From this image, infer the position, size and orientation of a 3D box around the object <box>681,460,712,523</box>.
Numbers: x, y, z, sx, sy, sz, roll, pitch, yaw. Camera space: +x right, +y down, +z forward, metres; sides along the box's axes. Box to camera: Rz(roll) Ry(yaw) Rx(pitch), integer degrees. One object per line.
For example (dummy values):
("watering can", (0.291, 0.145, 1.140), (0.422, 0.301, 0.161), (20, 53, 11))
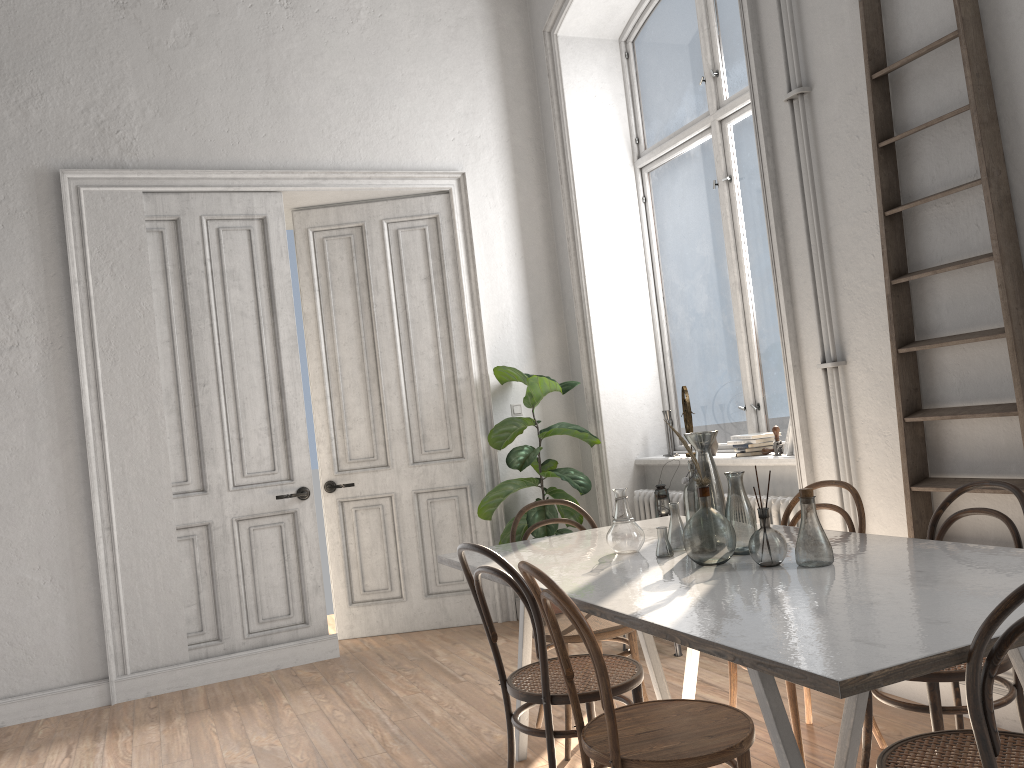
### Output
("object", (0.598, 0.394, 2.850), (0.086, 0.301, 0.086), (-5, -2, -37))

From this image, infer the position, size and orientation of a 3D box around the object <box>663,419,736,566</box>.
("object", (0.574, 0.317, 2.660), (0.157, 0.446, 0.157), (-6, -2, -5))

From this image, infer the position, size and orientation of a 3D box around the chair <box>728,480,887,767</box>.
("chair", (1.014, 0.836, 3.166), (0.549, 0.920, 0.438), (-6, -2, -25))

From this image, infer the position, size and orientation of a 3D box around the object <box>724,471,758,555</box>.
("object", (0.710, 0.402, 2.773), (0.098, 0.255, 0.100), (-8, -3, 44))

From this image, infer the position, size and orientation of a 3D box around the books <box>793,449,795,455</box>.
("books", (1.480, 0.247, 4.445), (0.155, 0.203, 0.072), (-6, -2, -23))

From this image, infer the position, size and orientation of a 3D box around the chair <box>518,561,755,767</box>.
("chair", (0.339, 0.874, 2.255), (0.549, 0.920, 0.438), (-6, -2, -12))

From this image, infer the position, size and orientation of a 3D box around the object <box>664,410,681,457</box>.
("object", (0.984, 0.307, 5.511), (0.095, 0.289, 0.095), (-6, -2, 0))

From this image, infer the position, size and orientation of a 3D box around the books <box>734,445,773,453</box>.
("books", (1.313, 0.351, 4.825), (0.155, 0.022, 0.205), (-6, -2, -3))

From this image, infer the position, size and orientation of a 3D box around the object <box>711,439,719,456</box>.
("object", (1.153, 0.346, 5.162), (0.100, 0.142, 0.102), (-8, -3, 42))

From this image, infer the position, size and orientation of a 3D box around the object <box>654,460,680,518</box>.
("object", (0.816, 0.593, 4.722), (0.163, 0.383, 0.154), (-8, -3, 41))

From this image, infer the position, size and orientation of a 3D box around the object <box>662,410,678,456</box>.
("object", (0.992, 0.312, 5.641), (0.095, 0.289, 0.095), (-7, -2, 9))

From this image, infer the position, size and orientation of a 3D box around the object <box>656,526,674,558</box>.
("object", (0.492, 0.513, 2.882), (0.058, 0.094, 0.058), (-7, -2, 5))

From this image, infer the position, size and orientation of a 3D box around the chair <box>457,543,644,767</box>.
("chair", (0.149, 0.919, 2.808), (0.549, 0.920, 0.438), (-5, -2, -27))

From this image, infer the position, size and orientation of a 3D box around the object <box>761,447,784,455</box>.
("object", (1.388, 0.345, 4.658), (0.153, 0.048, 0.088), (-7, -2, 17))

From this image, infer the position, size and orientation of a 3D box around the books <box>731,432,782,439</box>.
("books", (1.321, 0.281, 4.808), (0.174, 0.019, 0.244), (-6, -3, -13))

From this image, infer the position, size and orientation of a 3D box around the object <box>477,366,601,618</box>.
("object", (0.935, 0.374, 3.039), (0.792, 1.842, 5.830), (-6, -2, -18))

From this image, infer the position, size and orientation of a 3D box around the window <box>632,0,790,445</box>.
("window", (1.254, -1.075, 5.090), (0.013, 2.842, 1.623), (-6, -2, -23))

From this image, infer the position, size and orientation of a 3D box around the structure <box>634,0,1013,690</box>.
("structure", (1.581, -1.013, 3.280), (0.340, 4.472, 5.185), (-6, -2, -23))

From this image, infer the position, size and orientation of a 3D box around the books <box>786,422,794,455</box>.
("books", (1.467, 0.233, 4.468), (0.174, 0.235, 0.100), (-6, -2, -23))

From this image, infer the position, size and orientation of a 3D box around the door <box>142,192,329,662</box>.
("door", (-1.752, 0.280, 5.157), (1.096, 2.813, 0.216), (-6, -2, -21))

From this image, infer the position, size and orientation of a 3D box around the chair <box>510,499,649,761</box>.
("chair", (0.271, 0.938, 3.578), (0.437, 0.920, 0.549), (-6, -2, -15))

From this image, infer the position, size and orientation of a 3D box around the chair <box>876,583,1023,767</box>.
("chair", (0.994, 0.778, 1.774), (0.438, 0.920, 0.549), (-6, -2, -10))

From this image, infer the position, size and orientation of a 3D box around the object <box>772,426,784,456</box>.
("object", (1.364, 0.291, 4.559), (0.048, 0.153, 0.088), (-8, -3, 37))

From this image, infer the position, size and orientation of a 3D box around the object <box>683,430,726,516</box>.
("object", (0.658, 0.353, 2.985), (0.116, 0.382, 0.116), (-6, -2, -12))

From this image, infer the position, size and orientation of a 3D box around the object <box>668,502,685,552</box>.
("object", (0.552, 0.478, 2.976), (0.083, 0.158, 0.083), (-5, -2, -27))

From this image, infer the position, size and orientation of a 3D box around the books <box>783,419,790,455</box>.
("books", (1.458, 0.255, 4.505), (0.155, 0.194, 0.105), (-6, -2, -24))

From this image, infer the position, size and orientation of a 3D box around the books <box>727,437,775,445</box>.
("books", (1.298, 0.310, 4.818), (0.155, 0.020, 0.205), (-5, -3, -33))

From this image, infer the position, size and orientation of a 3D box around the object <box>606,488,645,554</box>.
("object", (0.383, 0.469, 3.045), (0.132, 0.219, 0.132), (-5, -3, -33))

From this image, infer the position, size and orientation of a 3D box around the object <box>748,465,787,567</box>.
("object", (0.719, 0.376, 2.532), (0.106, 0.283, 0.107), (-5, -2, -28))

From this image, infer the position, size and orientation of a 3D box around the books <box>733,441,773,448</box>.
("books", (1.310, 0.329, 4.823), (0.147, 0.023, 0.221), (-6, -2, -7))

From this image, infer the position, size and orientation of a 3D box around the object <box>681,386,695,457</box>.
("object", (1.067, 0.222, 5.346), (0.087, 0.425, 0.347), (-7, -2, 10))

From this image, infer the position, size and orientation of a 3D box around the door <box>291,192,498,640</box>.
("door", (-0.749, 0.192, 5.761), (1.097, 2.813, 0.216), (-7, -2, 2))

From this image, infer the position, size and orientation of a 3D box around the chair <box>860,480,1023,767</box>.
("chair", (1.305, 0.781, 2.668), (0.549, 0.920, 0.438), (-6, -2, -16))

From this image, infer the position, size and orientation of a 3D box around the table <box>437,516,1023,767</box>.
("table", (0.672, 0.924, 2.685), (1.100, 0.779, 2.201), (-6, -3, -23))

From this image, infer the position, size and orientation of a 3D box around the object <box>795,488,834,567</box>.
("object", (0.831, 0.397, 2.468), (0.101, 0.211, 0.101), (-7, -2, 17))

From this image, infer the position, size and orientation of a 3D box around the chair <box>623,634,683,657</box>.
("chair", (0.800, 1.125, 4.717), (0.364, 0.522, 0.360), (-8, -3, 41))

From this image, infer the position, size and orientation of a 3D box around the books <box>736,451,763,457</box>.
("books", (1.316, 0.374, 4.832), (0.147, 0.023, 0.221), (-8, -3, 26))
